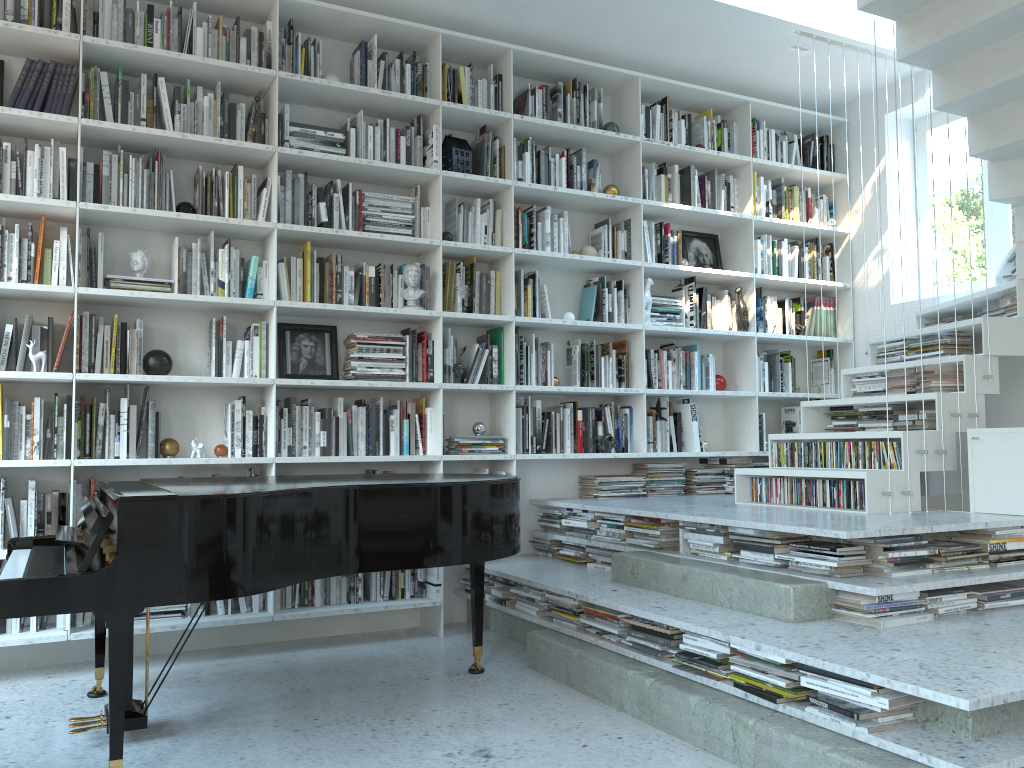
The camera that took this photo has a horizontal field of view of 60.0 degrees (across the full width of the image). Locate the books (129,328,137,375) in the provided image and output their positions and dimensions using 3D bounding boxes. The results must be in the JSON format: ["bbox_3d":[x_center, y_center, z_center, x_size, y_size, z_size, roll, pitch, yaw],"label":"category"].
[{"bbox_3d":[-1.736,-0.135,4.047,0.028,0.216,0.175,1,-4,-27],"label":"books"}]

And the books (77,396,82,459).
[{"bbox_3d":[-1.927,0.197,3.945,0.013,0.275,0.147,1,-4,-27],"label":"books"}]

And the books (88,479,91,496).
[{"bbox_3d":[-1.880,0.566,3.940,0.010,0.282,0.149,1,-4,-27],"label":"books"}]

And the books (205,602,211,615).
[{"bbox_3d":[-1.433,0.950,4.147,0.028,0.237,0.136,1,-4,-27],"label":"books"}]

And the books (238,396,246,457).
[{"bbox_3d":[-1.300,0.206,4.260,0.014,0.290,0.132,1,-4,-27],"label":"books"}]

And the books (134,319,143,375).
[{"bbox_3d":[-1.718,-0.158,4.074,0.028,0.265,0.144,1,-4,-27],"label":"books"}]

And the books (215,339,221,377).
[{"bbox_3d":[-1.410,-0.110,4.215,0.025,0.186,0.154,1,-4,-27],"label":"books"}]

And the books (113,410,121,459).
[{"bbox_3d":[-1.785,0.230,4.000,0.021,0.215,0.172,1,-4,-27],"label":"books"}]

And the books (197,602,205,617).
[{"bbox_3d":[-1.453,0.967,4.122,0.029,0.202,0.178,1,-4,-27],"label":"books"}]

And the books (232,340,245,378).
[{"bbox_3d":[-1.326,-0.109,4.257,0.057,0.188,0.156,1,-4,-27],"label":"books"}]

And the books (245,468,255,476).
[{"bbox_3d":[-1.256,0.564,4.248,0.013,0.320,0.173,1,-4,-27],"label":"books"}]

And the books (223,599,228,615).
[{"bbox_3d":[-1.355,0.954,4.171,0.011,0.232,0.174,1,-4,-27],"label":"books"}]

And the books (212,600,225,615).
[{"bbox_3d":[-1.389,0.943,4.157,0.062,0.253,0.178,1,-4,-27],"label":"books"}]

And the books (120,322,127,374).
[{"bbox_3d":[-1.781,-0.150,4.052,0.028,0.247,0.142,1,-4,-27],"label":"books"}]

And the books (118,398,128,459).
[{"bbox_3d":[-1.762,0.203,4.010,0.027,0.269,0.185,1,-4,-27],"label":"books"}]

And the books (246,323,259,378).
[{"bbox_3d":[-1.257,-0.147,4.295,0.027,0.269,0.178,1,-4,-27],"label":"books"}]

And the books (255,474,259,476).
[{"bbox_3d":[-1.245,0.580,4.263,0.021,0.289,0.160,1,-4,-27],"label":"books"}]

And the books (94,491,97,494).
[{"bbox_3d":[-1.857,0.593,3.945,0.010,0.228,0.168,1,-4,-27],"label":"books"}]

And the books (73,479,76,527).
[{"bbox_3d":[-1.936,0.564,3.919,0.012,0.285,0.159,1,-4,-27],"label":"books"}]

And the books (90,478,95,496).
[{"bbox_3d":[-1.871,0.564,3.948,0.013,0.287,0.161,1,-4,-27],"label":"books"}]

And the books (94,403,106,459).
[{"bbox_3d":[-1.847,0.212,3.970,0.042,0.248,0.162,1,-4,-27],"label":"books"}]

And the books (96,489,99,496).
[{"bbox_3d":[-1.838,0.589,3.943,0.023,0.237,0.173,1,-4,-27],"label":"books"}]

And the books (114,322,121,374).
[{"bbox_3d":[-1.792,-0.149,4.028,0.014,0.243,0.153,1,-4,-27],"label":"books"}]

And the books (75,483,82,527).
[{"bbox_3d":[-1.921,0.574,3.927,0.023,0.266,0.134,1,-4,-27],"label":"books"}]

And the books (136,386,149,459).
[{"bbox_3d":[-1.692,0.176,4.049,0.050,0.328,0.166,1,-4,-27],"label":"books"}]

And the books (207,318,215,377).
[{"bbox_3d":[-1.429,-0.160,4.213,0.012,0.285,0.159,1,-4,-27],"label":"books"}]

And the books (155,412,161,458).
[{"bbox_3d":[-1.641,0.236,4.086,0.023,0.212,0.160,1,-4,-27],"label":"books"}]

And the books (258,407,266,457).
[{"bbox_3d":[-1.221,0.235,4.325,0.019,0.242,0.107,1,-4,-27],"label":"books"}]

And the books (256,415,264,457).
[{"bbox_3d":[-1.229,0.253,4.291,0.024,0.201,0.158,1,-4,-27],"label":"books"}]

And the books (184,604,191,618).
[{"bbox_3d":[-1.499,0.939,4.098,0.012,0.254,0.161,1,-4,-27],"label":"books"}]

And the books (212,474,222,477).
[{"bbox_3d":[-1.400,0.575,4.199,0.025,0.294,0.134,1,-4,-27],"label":"books"}]

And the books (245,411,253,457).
[{"bbox_3d":[-1.277,0.241,4.260,0.029,0.220,0.153,1,-4,-27],"label":"books"}]

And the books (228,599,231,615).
[{"bbox_3d":[-1.342,0.933,4.170,0.012,0.274,0.180,1,-4,-27],"label":"books"}]

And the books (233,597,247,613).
[{"bbox_3d":[-1.309,0.934,4.202,0.073,0.275,0.181,1,-4,-27],"label":"books"}]

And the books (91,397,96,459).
[{"bbox_3d":[-1.868,0.198,3.952,0.012,0.272,0.181,1,-4,-27],"label":"books"}]

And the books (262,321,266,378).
[{"bbox_3d":[-1.223,-0.153,4.305,0.021,0.281,0.162,1,-4,-27],"label":"books"}]

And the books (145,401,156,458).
[{"bbox_3d":[-1.656,0.210,4.063,0.027,0.261,0.163,1,-4,-27],"label":"books"}]

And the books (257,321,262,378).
[{"bbox_3d":[-1.236,-0.152,4.296,0.011,0.279,0.187,1,-4,-27],"label":"books"}]

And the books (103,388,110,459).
[{"bbox_3d":[-1.822,0.180,3.984,0.014,0.313,0.166,1,-4,-27],"label":"books"}]

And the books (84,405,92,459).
[{"bbox_3d":[-1.890,0.215,3.948,0.030,0.239,0.157,1,-4,-27],"label":"books"}]

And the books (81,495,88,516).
[{"bbox_3d":[-1.897,0.600,3.932,0.026,0.213,0.140,1,-4,-27],"label":"books"}]

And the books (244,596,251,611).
[{"bbox_3d":[-1.271,0.945,4.235,0.025,0.259,0.132,1,-4,-27],"label":"books"}]

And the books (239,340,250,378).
[{"bbox_3d":[-1.292,-0.108,4.279,0.024,0.188,0.172,1,-4,-27],"label":"books"}]

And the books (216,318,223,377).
[{"bbox_3d":[-1.399,-0.162,4.236,0.011,0.291,0.156,1,-4,-27],"label":"books"}]

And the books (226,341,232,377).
[{"bbox_3d":[-1.371,-0.106,4.251,0.030,0.182,0.154,1,-4,-27],"label":"books"}]

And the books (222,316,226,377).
[{"bbox_3d":[-1.388,-0.165,4.239,0.012,0.298,0.166,1,-4,-27],"label":"books"}]

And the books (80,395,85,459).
[{"bbox_3d":[-1.911,0.192,3.943,0.013,0.283,0.146,1,-4,-27],"label":"books"}]

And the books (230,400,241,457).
[{"bbox_3d":[-1.322,0.216,4.237,0.027,0.269,0.159,1,-4,-27],"label":"books"}]

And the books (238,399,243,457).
[{"bbox_3d":[-1.312,0.213,4.258,0.010,0.277,0.155,1,-4,-27],"label":"books"}]

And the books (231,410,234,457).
[{"bbox_3d":[-1.349,0.238,4.242,0.015,0.225,0.148,1,-4,-27],"label":"books"}]

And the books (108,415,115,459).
[{"bbox_3d":[-1.807,0.239,3.993,0.024,0.196,0.157,1,-4,-27],"label":"books"}]

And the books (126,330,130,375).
[{"bbox_3d":[-1.754,-0.131,4.041,0.011,0.208,0.180,1,-4,-27],"label":"books"}]

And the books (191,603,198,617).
[{"bbox_3d":[-1.486,0.935,4.121,0.031,0.265,0.144,1,-4,-27],"label":"books"}]

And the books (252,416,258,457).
[{"bbox_3d":[-1.259,0.256,4.290,0.031,0.194,0.142,1,-4,-27],"label":"books"}]

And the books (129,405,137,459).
[{"bbox_3d":[-1.733,0.219,4.043,0.029,0.240,0.135,1,-4,-27],"label":"books"}]

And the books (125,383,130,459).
[{"bbox_3d":[-1.756,0.171,4.044,0.013,0.338,0.138,1,-4,-27],"label":"books"}]

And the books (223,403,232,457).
[{"bbox_3d":[-1.357,0.223,4.230,0.012,0.254,0.161,1,-4,-27],"label":"books"}]

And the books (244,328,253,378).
[{"bbox_3d":[-1.271,-0.136,4.279,0.012,0.244,0.171,1,-4,-27],"label":"books"}]
